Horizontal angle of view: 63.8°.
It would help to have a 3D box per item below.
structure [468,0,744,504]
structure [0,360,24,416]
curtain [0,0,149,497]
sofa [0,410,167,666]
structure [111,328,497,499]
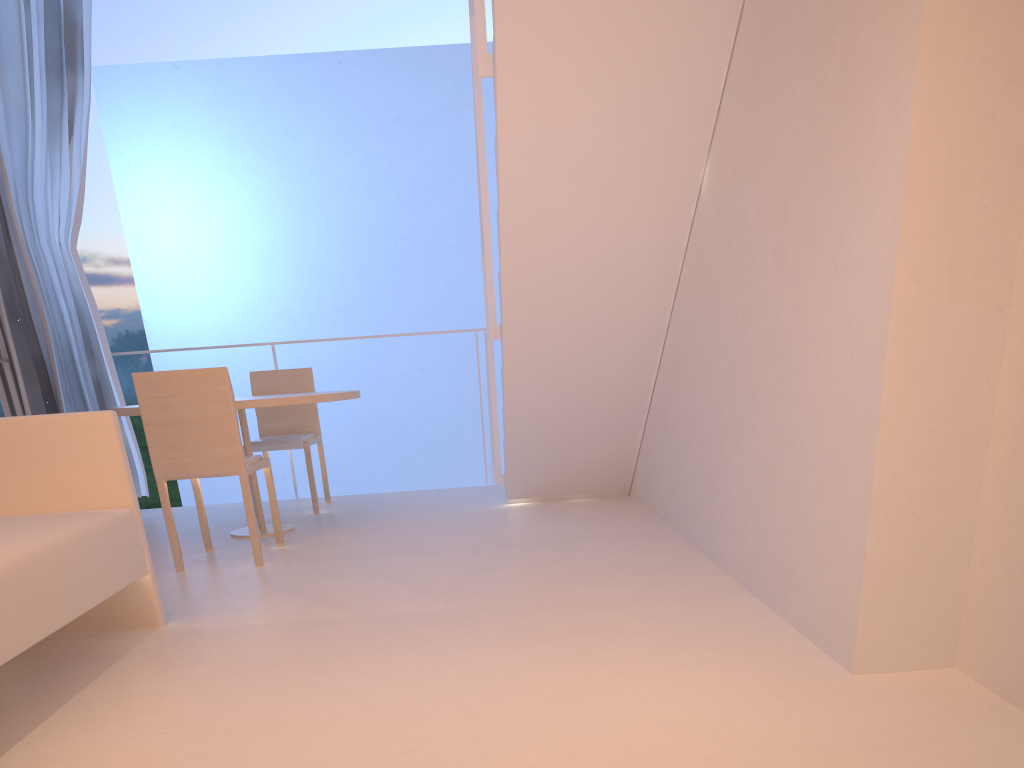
[{"bbox_3d":[-0.547,0.157,2.742,1.731,3.610,3.338,-4,11,-2],"label":"structure"},{"bbox_3d":[-1.475,0.233,1.813,0.028,0.598,1.571,-4,4,-3],"label":"structure"},{"bbox_3d":[-1.216,-0.871,2.245,0.515,2.640,0.086,-5,20,-4],"label":"curtain"},{"bbox_3d":[-0.832,0.256,0.901,0.499,0.400,0.909,-4,4,-2],"label":"sofa"},{"bbox_3d":[-0.725,0.774,3.645,1.366,1.954,1.306,-4,14,-2],"label":"structure"}]
